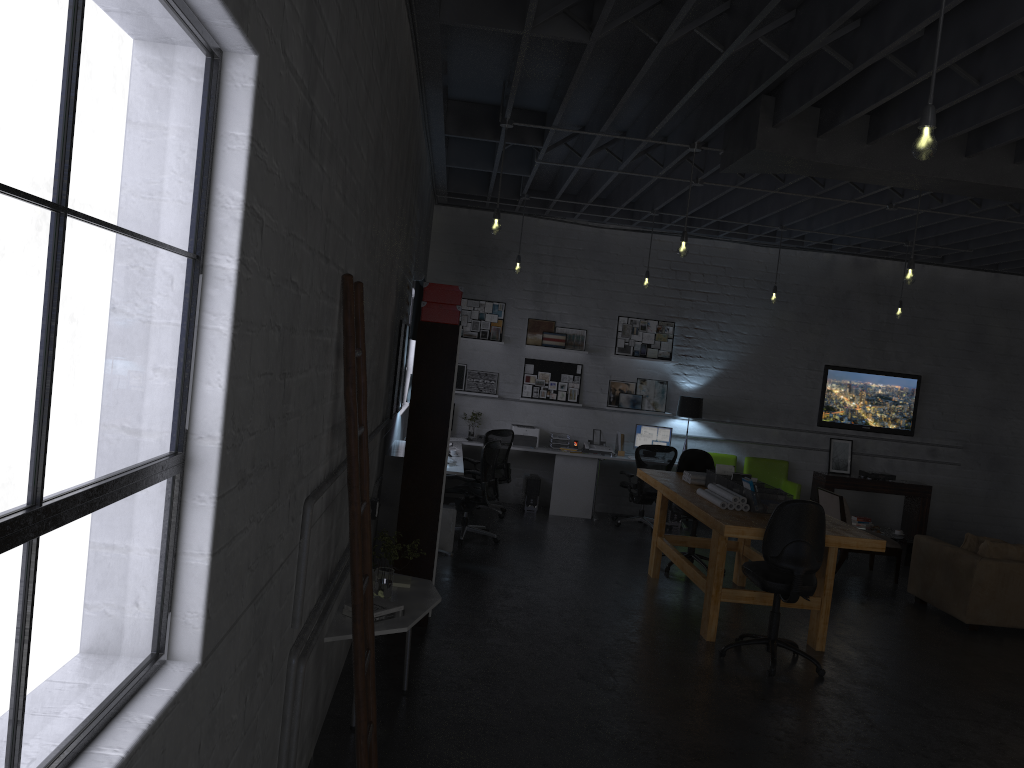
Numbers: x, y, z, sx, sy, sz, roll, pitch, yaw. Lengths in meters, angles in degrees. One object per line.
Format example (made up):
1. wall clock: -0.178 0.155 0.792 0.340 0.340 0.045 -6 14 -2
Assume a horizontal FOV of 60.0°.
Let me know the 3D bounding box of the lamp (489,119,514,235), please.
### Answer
1. lamp: -0.086 -1.591 6.847 0.104 0.879 0.104 6 3 -4

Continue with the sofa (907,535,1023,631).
1. sofa: 4.962 1.875 8.026 2.330 0.629 1.103 6 2 -4

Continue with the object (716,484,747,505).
1. object: 1.696 0.855 6.899 0.057 0.057 0.634 6 2 -4

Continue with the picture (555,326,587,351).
1. picture: 0.742 -0.574 11.320 0.410 0.277 0.036 6 3 -4

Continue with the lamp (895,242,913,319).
1. lamp: 4.504 -1.191 10.204 0.104 0.879 0.104 9 4 40

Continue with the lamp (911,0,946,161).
1. lamp: 1.617 -1.291 3.367 0.104 0.879 0.104 7 3 14

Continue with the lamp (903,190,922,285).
1. lamp: 3.224 -1.232 7.082 0.104 0.879 0.104 6 3 -4

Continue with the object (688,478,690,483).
1. object: 1.823 0.883 7.881 0.519 0.047 0.047 6 2 -4

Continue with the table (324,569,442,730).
1. table: -0.660 1.408 4.685 0.517 0.532 1.335 6 2 -4

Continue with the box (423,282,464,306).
1. box: -0.464 -0.602 5.975 0.270 0.131 0.206 6 2 -4

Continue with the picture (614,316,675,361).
1. picture: 1.706 -0.584 11.377 0.749 0.504 0.058 6 3 -4

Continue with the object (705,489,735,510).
1. object: 1.605 0.895 6.895 0.058 0.057 0.634 6 2 -4

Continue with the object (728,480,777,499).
1. object: 1.903 0.873 7.036 0.316 0.156 0.306 6 2 -4

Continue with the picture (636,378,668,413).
1. picture: 1.794 0.145 11.429 0.410 0.409 0.047 6 3 -4

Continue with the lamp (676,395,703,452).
1. lamp: 2.233 0.576 11.275 0.334 0.832 0.333 4 4 -43

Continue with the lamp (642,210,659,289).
1. lamp: 1.557 -1.510 9.994 0.104 0.879 0.104 6 3 -4

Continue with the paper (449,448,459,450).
1. paper: -0.678 0.717 9.865 0.159 0.001 0.115 6 2 -16

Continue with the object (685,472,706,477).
1. object: 1.820 0.838 7.995 0.519 0.047 0.046 6 2 -4

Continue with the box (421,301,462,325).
1. box: -0.478 -0.473 5.982 0.270 0.131 0.206 6 2 -4

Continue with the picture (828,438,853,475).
1. picture: 4.301 0.948 11.608 0.308 0.457 0.092 6 3 -4

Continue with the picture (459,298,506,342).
1. picture: -0.475 -0.820 11.222 0.749 0.504 0.058 6 3 -4

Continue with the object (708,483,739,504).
1. object: 1.639 0.849 6.895 0.057 0.057 0.634 6 2 -4

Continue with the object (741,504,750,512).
1. object: 1.718 0.907 6.903 0.058 0.057 0.634 6 2 -4

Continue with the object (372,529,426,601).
1. object: -0.633 0.961 4.690 0.297 0.363 0.271 8 3 31

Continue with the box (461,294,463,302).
1. box: -0.479 -0.611 6.183 0.268 0.133 0.206 6 2 -4

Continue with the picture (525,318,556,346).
1. picture: 0.364 -0.648 11.294 0.355 0.343 0.042 6 3 -4

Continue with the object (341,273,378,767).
1. object: -0.597 0.652 3.516 0.320 2.122 0.424 6 3 -4

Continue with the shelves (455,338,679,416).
1. shelves: 0.571 -0.102 11.260 3.024 0.694 0.199 6 3 -4

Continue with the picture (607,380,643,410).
1. picture: 1.458 0.141 11.398 0.452 0.345 0.054 6 3 -4

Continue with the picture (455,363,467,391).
1. picture: -0.765 -0.099 11.252 0.355 0.343 0.042 6 3 -4

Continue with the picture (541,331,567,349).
1. picture: 0.535 -0.556 11.292 0.311 0.196 0.029 6 3 -4

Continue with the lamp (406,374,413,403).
1. lamp: -0.830 0.336 8.168 0.334 0.832 0.333 4 4 -43

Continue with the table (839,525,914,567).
1. table: 4.241 1.881 10.509 0.873 0.300 0.872 6 2 -1

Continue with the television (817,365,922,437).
1. television: 4.679 0.222 11.607 1.324 0.817 0.021 6 3 -4

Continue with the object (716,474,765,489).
1. object: 1.883 0.861 7.343 0.316 0.156 0.306 6 2 -4

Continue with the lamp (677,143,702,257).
1. lamp: 1.384 -1.432 6.951 0.104 0.879 0.104 6 3 -4

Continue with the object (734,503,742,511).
1. object: 1.661 0.900 6.899 0.057 0.058 0.634 6 2 -4

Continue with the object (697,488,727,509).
1. object: 1.549 0.888 6.891 0.057 0.058 0.634 6 2 -4

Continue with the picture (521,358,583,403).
1. picture: 0.511 -0.041 11.330 0.749 0.504 0.058 6 3 -4

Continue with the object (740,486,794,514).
1. object: 1.923 0.885 6.730 0.316 0.156 0.306 6 2 -4

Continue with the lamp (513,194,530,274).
1. lamp: 0.104 -1.667 9.891 0.104 0.879 0.104 6 3 -4

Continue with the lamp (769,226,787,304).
1. lamp: 3.028 -1.350 10.099 0.104 0.879 0.104 6 3 -4

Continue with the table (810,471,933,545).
1. table: 4.628 1.630 11.518 1.410 0.820 0.403 6 3 -4
